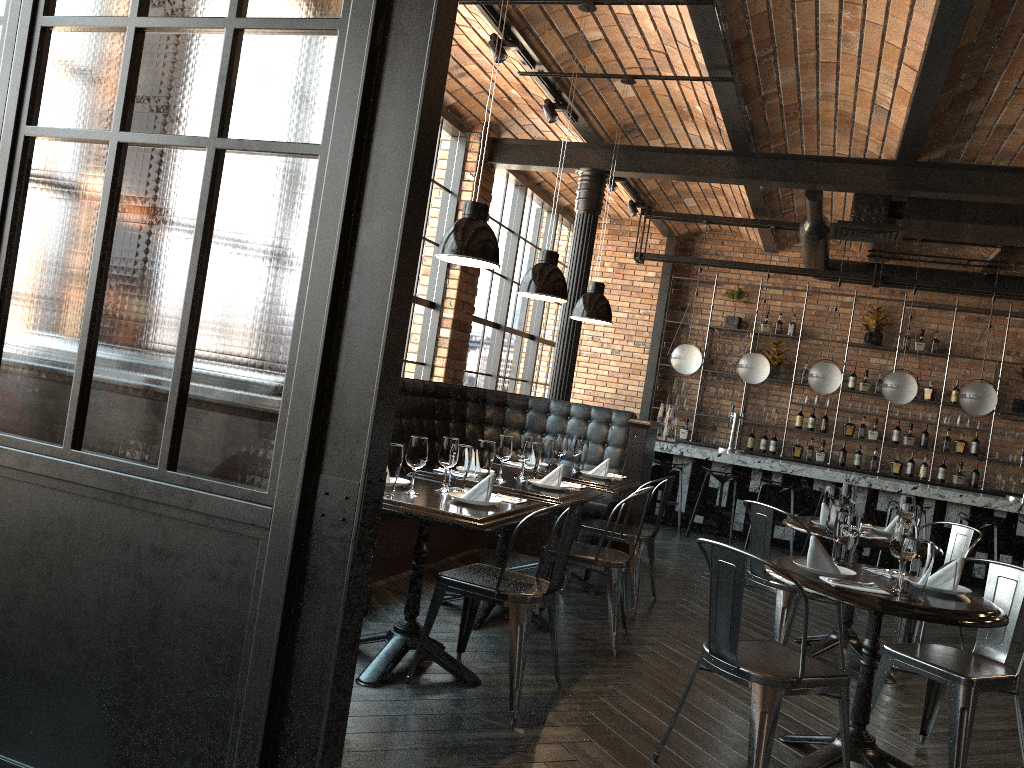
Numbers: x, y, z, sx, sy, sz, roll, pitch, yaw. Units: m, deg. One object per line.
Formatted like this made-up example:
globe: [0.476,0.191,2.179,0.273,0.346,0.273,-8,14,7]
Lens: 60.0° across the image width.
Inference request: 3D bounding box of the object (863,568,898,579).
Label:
object: [1.531,0.760,3.577,0.255,0.019,0.157,9,0,-20]

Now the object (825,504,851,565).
object: [1.298,0.610,3.548,0.092,0.244,0.092,9,0,-17]

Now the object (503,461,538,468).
object: [0.081,0.534,5.850,0.255,0.019,0.157,9,0,20]

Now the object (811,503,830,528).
object: [1.808,0.746,4.983,0.232,0.139,0.232,9,0,-26]

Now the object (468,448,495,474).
object: [-0.205,0.435,5.012,0.232,0.139,0.232,9,0,14]

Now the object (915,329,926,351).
object: [4.945,-0.521,10.721,0.123,0.279,0.123,9,0,23]

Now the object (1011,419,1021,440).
object: [5.828,0.526,10.259,0.092,0.244,0.092,9,0,-31]

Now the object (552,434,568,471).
object: [0.317,0.456,5.833,0.092,0.244,0.092,9,0,-20]

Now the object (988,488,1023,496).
object: [5.781,1.266,10.275,0.437,0.019,0.273,9,0,19]

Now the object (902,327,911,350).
object: [4.799,-0.546,10.772,0.083,0.282,0.083,9,0,20]

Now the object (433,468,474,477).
object: [-0.286,0.478,4.801,0.255,0.019,0.157,9,0,20]

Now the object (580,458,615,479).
object: [0.574,0.555,5.907,0.232,0.139,0.232,9,0,16]

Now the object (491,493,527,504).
object: [-0.065,0.513,4.068,0.255,0.019,0.157,9,0,20]

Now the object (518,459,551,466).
object: [0.162,0.491,6.061,0.232,0.139,0.232,9,0,14]

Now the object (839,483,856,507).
object: [1.976,0.713,5.234,0.092,0.244,0.092,9,0,19]

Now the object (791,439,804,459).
object: [3.582,0.809,11.125,0.151,0.248,0.094,9,0,8]

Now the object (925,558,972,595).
object: [1.638,0.722,3.394,0.232,0.139,0.232,9,0,-26]

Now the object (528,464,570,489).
object: [0.208,0.499,4.858,0.232,0.139,0.232,9,0,16]

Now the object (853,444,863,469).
object: [4.257,0.887,10.893,0.086,0.298,0.086,9,0,-22]

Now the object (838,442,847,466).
object: [4.078,0.860,10.923,0.086,0.297,0.086,9,0,-37]

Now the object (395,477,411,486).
object: [-0.564,0.381,3.983,0.232,0.139,0.232,9,0,14]

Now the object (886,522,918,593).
object: [1.413,0.628,3.213,0.092,0.244,0.092,9,0,16]

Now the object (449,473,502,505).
object: [-0.152,0.445,3.829,0.232,0.139,0.232,9,0,16]

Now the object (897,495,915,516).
object: [2.198,0.747,4.959,0.092,0.244,0.092,9,0,19]

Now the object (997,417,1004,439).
object: [5.780,0.518,10.451,0.092,0.244,0.092,9,0,-31]

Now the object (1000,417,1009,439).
object: [5.726,0.510,10.295,0.092,0.244,0.092,9,0,-31]

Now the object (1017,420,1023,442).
object: [5.975,0.548,10.381,0.092,0.244,0.092,9,0,-31]

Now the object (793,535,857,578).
object: [1.197,0.654,3.377,0.232,0.139,0.232,9,0,16]

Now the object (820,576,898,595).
object: [1.243,0.717,3.164,0.255,0.019,0.157,9,0,0]

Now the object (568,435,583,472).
object: [0.434,0.473,6.068,0.092,0.244,0.092,9,0,-20]

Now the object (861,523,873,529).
object: [2.085,0.844,5.333,0.255,0.019,0.157,9,0,-20]

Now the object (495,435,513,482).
object: [-0.050,0.400,4.784,0.092,0.244,0.092,9,0,-31]

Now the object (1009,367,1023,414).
object: [5.979,0.078,10.290,0.374,0.560,0.398,9,0,-8]

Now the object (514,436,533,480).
object: [0.067,0.418,5.019,0.092,0.244,0.092,9,0,-20]

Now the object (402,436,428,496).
object: [-0.409,0.346,3.755,0.092,0.244,0.092,9,0,-31]

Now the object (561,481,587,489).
object: [0.294,0.568,5.097,0.255,0.019,0.157,9,0,20]

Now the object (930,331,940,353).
object: [5.091,-0.501,10.667,0.083,0.282,0.083,9,0,5]

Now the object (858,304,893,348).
object: [4.467,-0.720,10.936,0.425,0.526,0.430,9,0,22]

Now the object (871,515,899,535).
object: [2.217,0.809,5.151,0.232,0.139,0.232,9,0,-11]

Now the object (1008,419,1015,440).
object: [5.883,0.534,10.414,0.092,0.244,0.092,9,0,-31]

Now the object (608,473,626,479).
object: [0.661,0.623,6.146,0.255,0.019,0.157,9,0,20]

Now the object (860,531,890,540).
object: [1.955,0.824,4.845,0.255,0.019,0.157,9,0,-40]

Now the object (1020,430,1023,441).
object: [5.921,0.540,10.226,0.092,0.244,0.092,9,0,-31]

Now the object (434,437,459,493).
object: [-0.292,0.364,3.990,0.092,0.244,0.092,9,0,-31]
